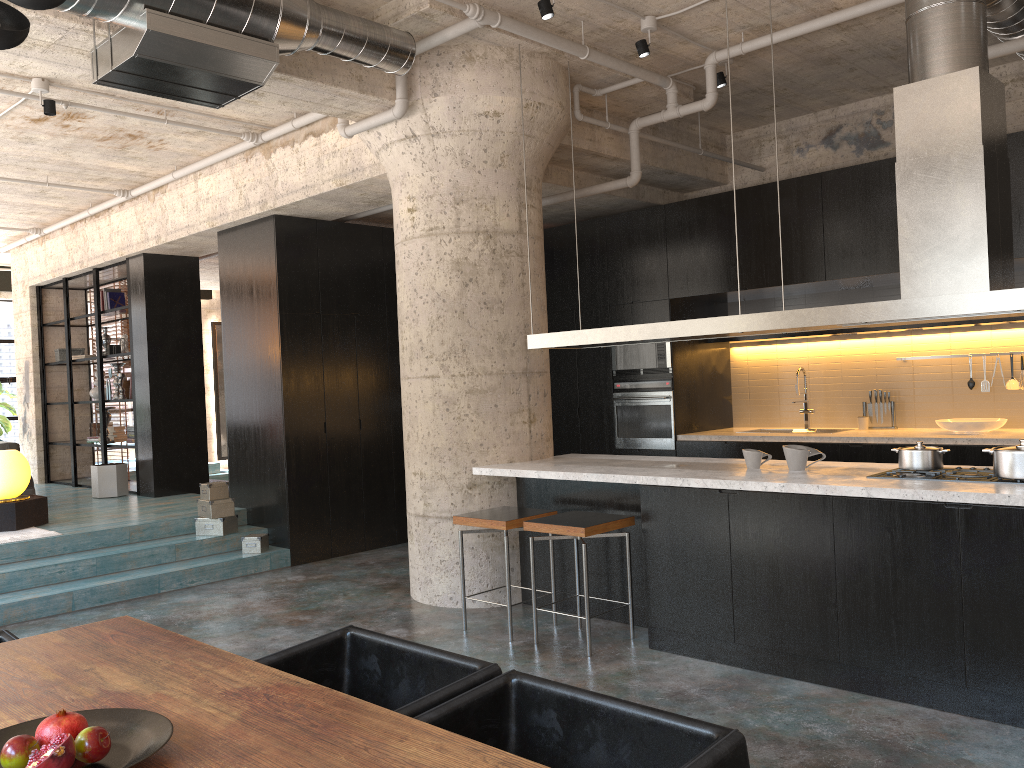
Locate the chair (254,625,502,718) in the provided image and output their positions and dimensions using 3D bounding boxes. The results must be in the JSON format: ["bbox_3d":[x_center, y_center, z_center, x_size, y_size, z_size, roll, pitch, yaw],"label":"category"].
[{"bbox_3d":[-0.424,1.141,2.463,0.707,0.738,0.754,-2,0,44],"label":"chair"}]

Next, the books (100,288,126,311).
[{"bbox_3d":[-4.732,-0.988,10.521,0.258,0.298,0.221,-2,0,44],"label":"books"}]

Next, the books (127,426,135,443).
[{"bbox_3d":[-4.270,0.583,10.330,0.393,0.197,0.274,-2,0,44],"label":"books"}]

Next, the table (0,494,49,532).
[{"bbox_3d":[-4.450,1.105,7.645,1.044,0.230,0.616,-2,0,44],"label":"table"}]

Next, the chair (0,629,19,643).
[{"bbox_3d":[-1.771,1.203,2.609,0.754,0.738,0.707,-2,0,44],"label":"chair"}]

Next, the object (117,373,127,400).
[{"bbox_3d":[-4.501,0.027,10.230,0.099,0.301,0.099,-3,0,38],"label":"object"}]

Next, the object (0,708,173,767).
[{"bbox_3d":[-0.912,0.737,1.780,0.435,0.079,0.435,-3,0,-9],"label":"object"}]

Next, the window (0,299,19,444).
[{"bbox_3d":[-8.172,-0.052,13.724,0.081,2.530,1.780,-2,0,44],"label":"window"}]

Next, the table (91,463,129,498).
[{"bbox_3d":[-4.359,1.041,9.610,0.365,0.340,0.316,-3,0,-16],"label":"table"}]

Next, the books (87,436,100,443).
[{"bbox_3d":[-5.074,0.683,10.970,0.319,0.068,0.231,-3,0,36],"label":"books"}]

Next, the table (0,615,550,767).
[{"bbox_3d":[-0.886,1.155,1.746,2.410,0.756,1.299,-2,0,44],"label":"table"}]

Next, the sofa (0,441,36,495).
[{"bbox_3d":[-5.491,0.923,8.904,2.063,0.680,1.019,-2,0,44],"label":"sofa"}]

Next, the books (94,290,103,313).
[{"bbox_3d":[-4.907,-0.976,10.694,0.231,0.290,0.216,-2,0,44],"label":"books"}]

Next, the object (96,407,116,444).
[{"bbox_3d":[-4.785,0.490,10.467,0.218,0.433,0.218,-3,0,36],"label":"object"}]

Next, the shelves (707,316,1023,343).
[{"bbox_3d":[3.552,-0.481,7.004,4.362,0.043,0.403,-2,0,44],"label":"shelves"}]

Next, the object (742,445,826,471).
[{"bbox_3d":[1.478,0.400,4.857,0.437,0.133,0.188,-2,0,45],"label":"object"}]

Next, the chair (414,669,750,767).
[{"bbox_3d":[0.097,1.119,1.947,0.707,0.738,0.754,-2,0,44],"label":"chair"}]

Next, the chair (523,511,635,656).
[{"bbox_3d":[0.398,1.116,5.056,0.450,0.698,0.450,-2,0,44],"label":"chair"}]

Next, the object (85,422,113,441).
[{"bbox_3d":[-5.247,0.608,11.334,0.335,0.231,0.284,-2,0,44],"label":"object"}]

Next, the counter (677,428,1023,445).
[{"bbox_3d":[3.395,0.445,6.801,4.360,0.142,1.000,-2,0,44],"label":"counter"}]

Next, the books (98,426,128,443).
[{"bbox_3d":[-4.828,0.612,10.750,0.257,0.188,0.306,-3,0,9],"label":"books"}]

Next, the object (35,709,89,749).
[{"bbox_3d":[-0.935,0.725,1.789,0.100,0.097,0.219,-3,0,-2],"label":"object"}]

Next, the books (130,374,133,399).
[{"bbox_3d":[-4.308,-0.008,10.270,0.256,0.354,0.216,-2,0,44],"label":"books"}]

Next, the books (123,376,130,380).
[{"bbox_3d":[-4.781,0.039,10.989,0.547,0.299,0.147,-2,0,44],"label":"books"}]

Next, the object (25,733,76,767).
[{"bbox_3d":[-0.898,0.729,1.727,0.088,0.082,0.110,-3,0,-6],"label":"object"}]

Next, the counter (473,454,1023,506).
[{"bbox_3d":[1.348,0.495,4.916,3.500,0.046,1.000,-2,0,44],"label":"counter"}]

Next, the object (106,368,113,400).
[{"bbox_3d":[-5.013,0.003,11.052,0.062,0.395,0.121,-3,0,-43],"label":"object"}]

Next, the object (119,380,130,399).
[{"bbox_3d":[-4.635,0.071,10.681,0.189,0.230,0.190,-3,0,-1],"label":"object"}]

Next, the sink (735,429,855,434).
[{"bbox_3d":[2.472,0.476,7.764,0.890,0.134,0.458,-2,0,44],"label":"sink"}]

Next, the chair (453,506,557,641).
[{"bbox_3d":[-0.026,1.135,5.398,0.450,0.698,0.450,-2,0,44],"label":"chair"}]

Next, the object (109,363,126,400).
[{"bbox_3d":[-4.796,-0.032,10.801,0.191,0.447,0.192,-3,0,2],"label":"object"}]
